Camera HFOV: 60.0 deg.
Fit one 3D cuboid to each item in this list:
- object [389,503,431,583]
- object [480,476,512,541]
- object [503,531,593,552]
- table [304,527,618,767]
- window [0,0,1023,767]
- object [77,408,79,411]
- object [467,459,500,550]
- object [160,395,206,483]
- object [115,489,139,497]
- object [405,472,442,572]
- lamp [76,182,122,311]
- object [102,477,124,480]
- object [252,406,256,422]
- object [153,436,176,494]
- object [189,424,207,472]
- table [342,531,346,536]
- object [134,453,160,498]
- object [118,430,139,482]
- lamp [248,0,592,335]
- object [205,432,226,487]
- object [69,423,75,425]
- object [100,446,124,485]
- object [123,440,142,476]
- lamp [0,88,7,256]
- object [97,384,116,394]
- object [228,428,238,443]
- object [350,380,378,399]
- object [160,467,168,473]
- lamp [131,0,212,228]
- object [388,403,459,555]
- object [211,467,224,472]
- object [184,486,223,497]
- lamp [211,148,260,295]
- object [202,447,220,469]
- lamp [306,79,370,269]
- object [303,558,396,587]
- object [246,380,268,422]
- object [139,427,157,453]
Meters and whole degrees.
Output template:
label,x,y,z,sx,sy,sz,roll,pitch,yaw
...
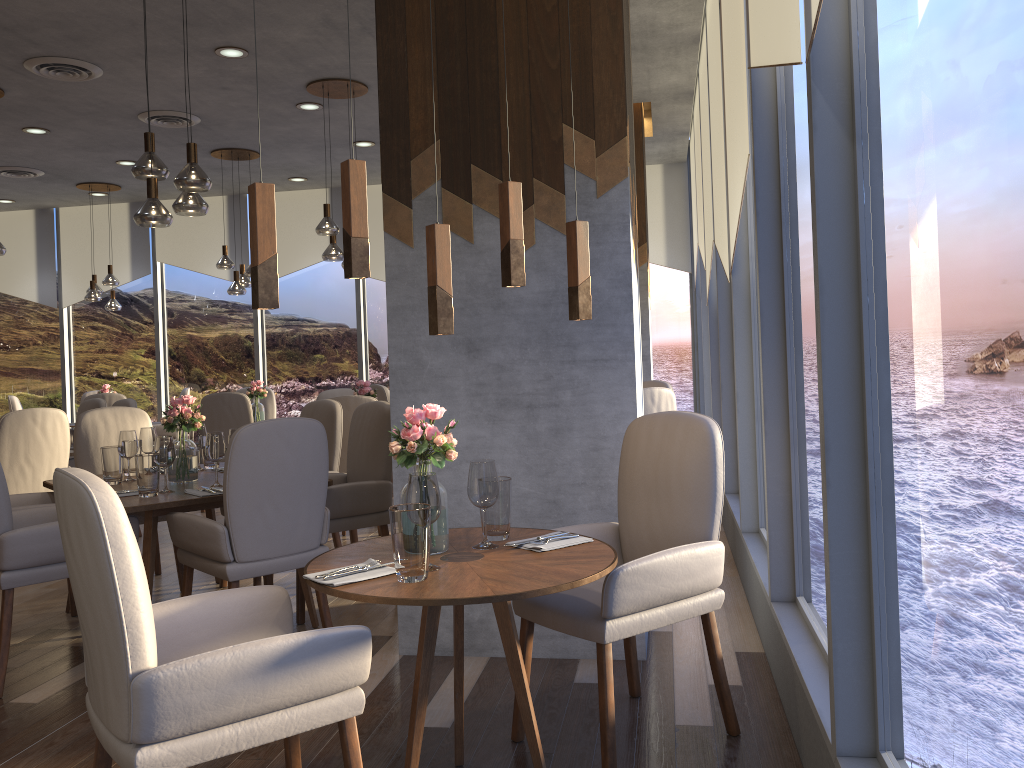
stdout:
label,x,y,z,sx,sy,sz,roll,pitch,yaw
object,-0.246,0.389,2.166,0.102,0.178,0.102,-2,0,-5
object,-0.049,0.368,2.616,0.102,0.178,0.102,-2,0,-32
object,0.091,0.446,2.520,0.255,0.019,0.157,-3,2,-38
table,-0.123,0.798,2.394,0.834,0.662,0.834,-2,1,1
window,-1.253,-0.815,7.149,8.065,3.199,16.115,-3,2,-35
object,-4.486,0.336,9.268,0.102,0.178,0.102,-2,0,-29
object,-0.079,0.340,2.510,0.092,0.244,0.092,-2,0,32
object,-1.569,0.259,4.222,0.210,0.416,0.198,-2,0,-13
object,-1.669,0.468,3.843,0.255,0.019,0.157,-3,2,-36
object,-0.225,0.352,2.273,0.092,0.244,0.092,-2,0,0
lamp,-4.405,-1.455,9.501,0.439,1.326,0.439,-2,0,3
object,-2.023,0.468,4.295,0.255,0.019,0.157,-3,2,-36
object,-2.372,0.295,8.046,0.102,0.178,0.102,-2,0,30
object,-1.507,0.349,3.850,0.092,0.244,0.092,-2,0,6
object,-1.635,0.331,4.625,0.092,0.244,0.092,-2,0,10
table,-1.187,0.720,6.400,0.834,0.662,0.834,-2,1,-16
object,-1.537,0.386,3.745,0.102,0.178,0.102,-2,0,-10
object,-1.861,0.349,4.302,0.092,0.244,0.092,-2,0,6
lamp,-0.226,-1.099,2.421,1.162,1.931,0.118,-2,0,-35
object,-1.329,0.339,3.979,0.092,0.244,0.092,-2,0,30
object,-4.596,0.416,9.390,0.255,0.019,0.157,-3,2,-25
object,-1.891,0.386,4.197,0.102,0.178,0.102,-2,0,0
object,-1.947,0.378,4.534,0.102,0.178,0.102,-2,0,-9
lamp,-3.744,-1.381,6.136,0.439,1.326,0.439,-2,0,15
object,-4.342,0.206,9.490,0.198,0.416,0.210,-2,0,7
object,-1.287,0.332,4.170,0.092,0.244,0.092,-2,0,-13
object,-1.076,0.175,6.482,0.210,0.416,0.198,-2,0,-33
object,-1.843,0.450,4.667,0.157,0.019,0.255,-3,2,-35
lamp,-1.636,-1.402,4.227,0.439,1.326,0.439,-2,0,-5
object,-0.243,0.261,2.475,0.210,0.416,0.198,-2,0,-13
object,-1.466,0.438,4.635,0.255,0.019,0.157,-3,2,-38
object,-1.308,0.456,3.814,0.157,0.019,0.255,-3,2,-40
lamp,-2.558,-1.486,8.276,0.439,1.326,0.439,-2,0,12
object,-1.605,0.360,4.730,0.102,0.178,0.102,-2,0,-32
lamp,-1.240,-1.480,6.417,0.439,1.326,0.439,-2,0,17
object,-0.386,0.471,2.251,0.255,0.019,0.157,-4,2,-42
object,-2.377,0.170,8.267,0.210,0.416,0.198,-2,0,-18
object,-1.844,0.343,4.501,0.092,0.244,0.092,-2,0,12
